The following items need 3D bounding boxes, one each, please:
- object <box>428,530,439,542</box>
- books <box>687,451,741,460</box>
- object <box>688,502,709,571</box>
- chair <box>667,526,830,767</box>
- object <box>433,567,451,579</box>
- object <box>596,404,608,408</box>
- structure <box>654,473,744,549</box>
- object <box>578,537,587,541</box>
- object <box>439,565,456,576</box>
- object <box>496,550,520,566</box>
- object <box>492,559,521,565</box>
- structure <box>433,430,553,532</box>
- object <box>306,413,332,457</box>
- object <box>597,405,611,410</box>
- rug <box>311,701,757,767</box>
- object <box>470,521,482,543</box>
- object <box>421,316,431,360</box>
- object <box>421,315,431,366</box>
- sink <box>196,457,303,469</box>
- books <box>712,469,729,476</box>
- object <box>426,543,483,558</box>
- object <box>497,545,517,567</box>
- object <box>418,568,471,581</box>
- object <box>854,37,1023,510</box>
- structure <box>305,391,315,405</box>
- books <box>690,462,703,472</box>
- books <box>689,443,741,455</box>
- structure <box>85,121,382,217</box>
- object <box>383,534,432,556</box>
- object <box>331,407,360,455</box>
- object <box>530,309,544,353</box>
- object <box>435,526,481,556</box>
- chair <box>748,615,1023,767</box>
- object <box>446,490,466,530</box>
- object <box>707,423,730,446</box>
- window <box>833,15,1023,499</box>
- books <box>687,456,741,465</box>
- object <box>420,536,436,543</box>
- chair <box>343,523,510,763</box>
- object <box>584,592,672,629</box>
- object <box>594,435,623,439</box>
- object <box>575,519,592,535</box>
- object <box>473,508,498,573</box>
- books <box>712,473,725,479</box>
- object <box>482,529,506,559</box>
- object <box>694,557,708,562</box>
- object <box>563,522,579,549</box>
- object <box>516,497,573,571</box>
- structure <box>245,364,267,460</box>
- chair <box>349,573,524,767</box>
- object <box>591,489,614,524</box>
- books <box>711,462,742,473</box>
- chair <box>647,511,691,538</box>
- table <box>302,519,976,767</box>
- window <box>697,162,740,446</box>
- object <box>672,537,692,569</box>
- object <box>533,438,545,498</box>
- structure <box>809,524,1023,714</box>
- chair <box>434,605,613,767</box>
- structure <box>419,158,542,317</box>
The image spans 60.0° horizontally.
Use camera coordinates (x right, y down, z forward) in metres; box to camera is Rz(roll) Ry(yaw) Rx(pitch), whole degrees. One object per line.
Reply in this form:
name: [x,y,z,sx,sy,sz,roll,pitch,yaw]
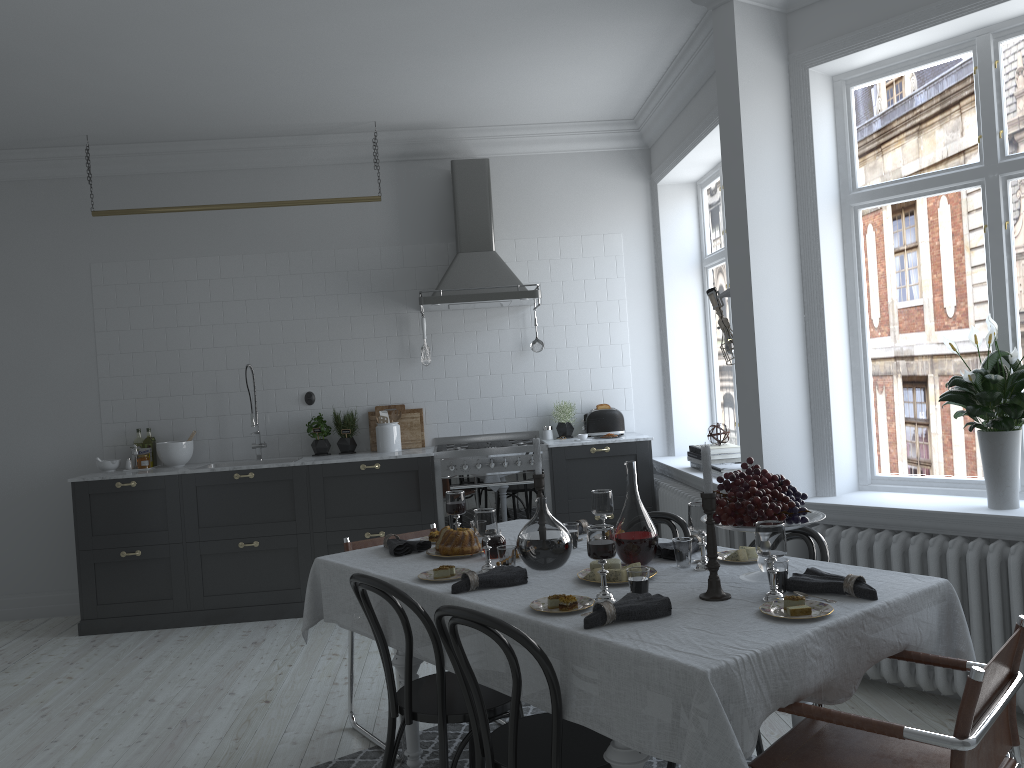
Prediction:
object: [-0.323,0.637,3.726,0.038,0.041,0.057,-4,0,30]
books: [1.310,0.451,5.684,0.287,0.031,0.351,-4,0,-4]
object: [0.617,0.495,2.877,0.083,0.215,0.083,-4,0,-9]
chair: [0.820,0.974,3.052,0.564,0.909,0.463,-4,0,-25]
object: [-0.238,0.638,3.000,0.057,0.037,0.021,-4,0,-13]
object: [0.676,0.201,6.578,0.107,0.110,0.010,-4,0,1]
structure: [1.152,1.034,5.730,0.245,0.753,1.673,-4,0,-4]
object: [0.290,0.612,3.534,0.031,0.012,0.131,-4,0,39]
object: [-0.222,0.637,3.029,0.057,0.037,0.021,-4,0,14]
object: [-0.010,0.622,3.185,0.031,0.031,0.167,-4,0,31]
object: [0.001,0.635,3.203,0.075,0.009,0.150,-4,0,31]
structure: [-0.129,0.921,6.296,0.779,1.096,0.651,-4,0,-4]
object: [-1.397,0.364,6.416,0.172,0.311,0.179,-4,0,7]
object: [0.675,0.206,6.500,0.107,0.110,0.010,-4,0,1]
rug: [0.200,1.459,2.938,1.701,0.021,2.166,-4,0,-36]
object: [-0.133,0.599,3.571,0.066,0.094,0.066,-4,0,-15]
object: [-0.642,-0.342,6.501,0.066,0.332,0.024,-4,0,1]
object: [-0.636,-0.318,6.468,0.074,0.381,0.076,-4,0,-23]
sink: [-1.805,0.649,6.154,0.669,0.203,0.384,-4,0,-4]
books: [1.331,0.514,5.319,0.254,0.019,0.337,-4,0,-6]
object: [-0.204,0.644,3.415,0.251,0.018,0.251,-4,0,-4]
object: [-0.015,0.595,2.988,0.066,0.094,0.066,-4,0,-15]
object: [-0.227,0.650,3.010,0.182,0.013,0.182,-4,0,11]
object: [-9.850,-0.095,1.242,72.085,19.432,33.873,-4,0,-39]
structure: [-1.487,0.106,6.515,0.079,0.103,0.032,-4,0,-4]
books: [1.312,0.519,5.684,0.259,0.044,0.351,-4,0,-2]
books: [1.303,0.417,5.695,0.259,0.038,0.325,-4,0,-2]
structure: [-1.915,-1.487,6.121,1.988,0.556,0.053,-4,0,-4]
object: [-0.468,0.640,3.529,0.247,0.061,0.165,-4,0,36]
object: [-1.204,0.323,6.414,0.186,0.367,0.196,-3,1,41]
object: [0.179,-0.397,6.546,0.101,0.331,0.030,-4,0,7]
object: [-0.216,0.604,3.407,0.191,0.105,0.164,-4,0,16]
chair: [0.928,1.009,2.199,0.593,0.837,0.546,-3,1,41]
object: [-0.225,0.546,3.611,0.083,0.215,0.083,-4,0,1]
object: [1.331,0.322,5.709,0.147,0.148,0.147,-4,0,-13]
window: [2.345,-0.534,3.592,0.061,2.080,2.079,-4,1,-41]
books: [1.300,0.482,5.694,0.259,0.031,0.328,-4,0,-6]
object: [-0.293,0.650,3.719,0.182,0.013,0.182,-4,0,-4]
chair: [-0.383,1.086,3.868,0.546,0.837,0.593,-4,0,-32]
object: [0.316,0.596,2.345,0.165,0.061,0.247,-4,0,36]
object: [0.681,0.376,6.273,0.209,0.011,0.209,-4,0,34]
object: [0.212,0.594,3.633,0.165,0.061,0.247,-4,0,36]
object: [-0.088,0.541,3.056,0.083,0.215,0.083,-4,0,1]
books: [1.332,0.533,5.313,0.254,0.019,0.343,-4,0,-4]
object: [-0.067,0.593,3.289,0.091,0.101,0.091,-3,1,41]
object: [0.653,0.592,3.010,0.031,0.012,0.131,-4,0,39]
object: [0.224,0.577,3.362,0.066,0.094,0.066,-4,0,-15]
object: [0.109,0.512,3.038,0.194,0.245,0.194,-4,0,-21]
structure: [-1.828,0.203,6.273,0.100,0.692,0.266,-4,0,-4]
chair: [-0.235,1.045,2.997,0.564,0.909,0.463,-4,1,-40]
object: [0.345,0.510,3.343,0.083,0.215,0.083,-4,0,1]
books: [1.340,0.496,5.316,0.274,0.016,0.341,-4,0,-2]
chair: [0.452,0.996,3.498,0.564,0.909,0.463,-4,1,-40]
table: [0.257,1.041,3.028,1.210,0.842,2.179,-4,0,-37]
window: [1.532,-0.494,5.777,0.061,2.080,1.716,-4,0,-4]
object: [0.563,0.557,2.922,0.066,0.094,0.066,-4,0,7]
object: [0.104,0.415,3.285,0.089,0.432,0.089,-4,0,19]
structure: [1.970,0.994,3.537,0.245,0.753,1.710,-4,1,-41]
chair: [0.087,1.027,2.526,0.463,0.909,0.564,-3,1,45]
structure: [-0.263,-1.056,6.322,0.843,1.079,0.567,-4,0,-4]
